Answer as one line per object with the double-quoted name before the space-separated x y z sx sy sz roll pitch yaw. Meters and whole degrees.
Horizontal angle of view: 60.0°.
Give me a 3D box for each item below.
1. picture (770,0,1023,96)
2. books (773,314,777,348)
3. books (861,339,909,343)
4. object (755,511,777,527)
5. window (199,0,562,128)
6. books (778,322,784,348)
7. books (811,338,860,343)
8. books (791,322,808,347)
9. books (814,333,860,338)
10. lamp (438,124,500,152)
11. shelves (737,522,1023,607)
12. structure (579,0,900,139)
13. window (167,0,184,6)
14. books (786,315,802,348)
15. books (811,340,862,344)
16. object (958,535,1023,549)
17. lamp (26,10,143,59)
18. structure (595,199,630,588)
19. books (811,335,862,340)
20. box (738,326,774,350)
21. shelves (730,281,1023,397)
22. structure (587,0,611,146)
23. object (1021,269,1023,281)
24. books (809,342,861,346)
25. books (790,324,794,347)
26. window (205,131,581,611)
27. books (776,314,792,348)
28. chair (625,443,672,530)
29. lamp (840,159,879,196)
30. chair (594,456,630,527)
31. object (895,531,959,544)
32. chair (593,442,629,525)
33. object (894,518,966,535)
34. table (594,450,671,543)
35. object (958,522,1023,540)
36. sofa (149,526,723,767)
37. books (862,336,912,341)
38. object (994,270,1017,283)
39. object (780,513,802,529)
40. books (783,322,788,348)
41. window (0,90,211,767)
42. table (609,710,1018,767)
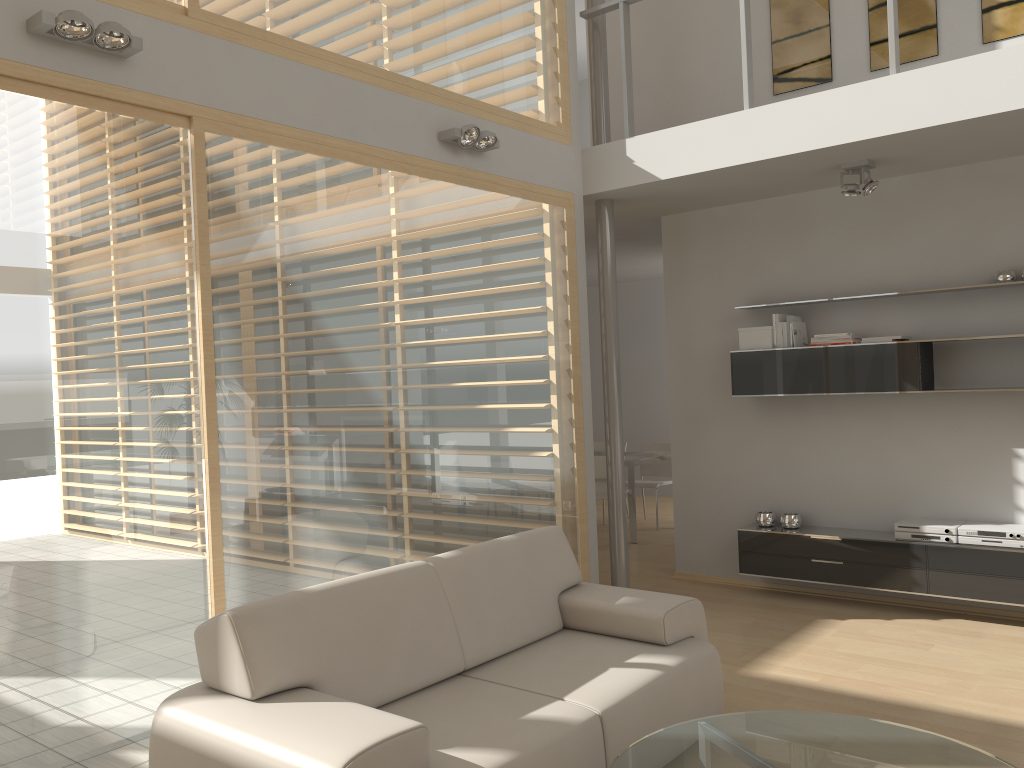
"picture" 2.397 -2.889 5.507 1.684 1.800 0.010 -2 0 39
"books" 1.797 -0.350 5.919 0.017 0.227 0.230 -2 0 39
"books" 2.311 -0.264 5.492 0.254 0.015 0.190 -3 0 -44
"object" 1.731 0.921 6.051 0.143 0.091 0.143 -3 0 -19
"window" -0.537 -2.672 4.602 0.020 2.200 2.525 -2 0 39
"books" 1.829 -0.322 5.893 0.027 0.169 0.230 -2 0 39
"books" 2.067 -0.279 5.670 0.254 0.015 0.190 -2 0 35
"books" 1.900 -0.325 5.848 0.023 0.169 0.230 -2 0 39
"books" 2.081 -0.310 5.670 0.227 0.017 0.230 -2 0 34
"lamp" -0.208 -1.316 4.776 0.183 0.110 0.360 -2 0 39
"shelves" 3.264 1.064 4.769 4.236 0.312 0.300 -2 0 39
"structure" 2.575 -2.052 4.095 5.400 0.900 0.080 -2 0 39
"window" -2.179 -2.593 2.620 0.020 2.200 2.525 -2 0 39
"books" 1.866 -0.344 5.856 0.021 0.210 0.207 -2 0 39
"books" 2.076 -0.266 5.664 0.268 0.011 0.190 -2 0 41
"object" 2.807 0.901 5.144 0.349 0.049 0.250 -2 0 39
"lamp" -1.510 -1.260 3.174 0.182 0.080 0.360 -2 0 39
"structure" 0.674 0.123 5.935 0.121 2.700 0.122 -2 0 27
"books" 2.071 -0.294 5.662 0.254 0.015 0.190 -2 0 41
"box" 1.685 -0.306 5.976 0.232 0.149 0.232 -2 0 39
"shelves" 3.213 -0.134 4.764 4.236 0.914 0.300 -2 0 39
"structure" 0.553 -2.725 5.922 0.121 2.400 0.122 -2 0 27
"object" 2.944 -0.622 5.012 0.115 0.081 0.115 -2 0 20
"books" 2.080 -0.254 5.662 0.297 0.013 0.210 -2 0 39
"books" 1.880 -0.318 5.848 0.009 0.156 0.207 -2 0 39
"window" -0.416 0.175 4.615 0.020 2.500 2.525 -2 0 39
"books" 1.816 -0.351 5.913 0.017 0.227 0.230 -2 0 39
"chair" 1.398 1.022 8.988 0.455 0.807 0.501 -2 0 39
"lamp" 2.016 -1.184 5.146 0.214 0.195 0.150 -2 0 39
"chair" 0.829 1.050 8.206 0.455 0.807 0.501 -2 0 19
"object" 2.528 0.912 5.364 0.349 0.049 0.262 -2 0 39
"chair" 0.921 1.040 9.420 0.455 0.807 0.501 -2 0 39
"object" 2.526 0.863 5.364 0.349 0.049 0.262 -2 0 39
"table" 0.548 1.087 9.062 2.199 0.746 0.900 -2 0 39
"object" 2.802 0.852 5.140 0.349 0.049 0.262 -2 0 39
"sofa" -0.133 1.096 3.314 1.168 0.846 2.093 -2 0 39
"books" 2.317 -0.280 5.480 0.230 0.017 0.227 -2 0 39
"object" 2.857 -0.619 5.137 0.115 0.081 0.115 -2 0 20
"object" 1.869 0.916 5.939 0.143 0.091 0.143 -3 0 -19
"books" 1.856 -0.324 5.881 0.027 0.169 0.230 -2 0 39
"window" -2.058 0.254 2.633 0.020 2.500 2.525 -2 0 39
"table" 0.852 1.298 2.415 1.198 0.370 1.198 -3 0 -34
